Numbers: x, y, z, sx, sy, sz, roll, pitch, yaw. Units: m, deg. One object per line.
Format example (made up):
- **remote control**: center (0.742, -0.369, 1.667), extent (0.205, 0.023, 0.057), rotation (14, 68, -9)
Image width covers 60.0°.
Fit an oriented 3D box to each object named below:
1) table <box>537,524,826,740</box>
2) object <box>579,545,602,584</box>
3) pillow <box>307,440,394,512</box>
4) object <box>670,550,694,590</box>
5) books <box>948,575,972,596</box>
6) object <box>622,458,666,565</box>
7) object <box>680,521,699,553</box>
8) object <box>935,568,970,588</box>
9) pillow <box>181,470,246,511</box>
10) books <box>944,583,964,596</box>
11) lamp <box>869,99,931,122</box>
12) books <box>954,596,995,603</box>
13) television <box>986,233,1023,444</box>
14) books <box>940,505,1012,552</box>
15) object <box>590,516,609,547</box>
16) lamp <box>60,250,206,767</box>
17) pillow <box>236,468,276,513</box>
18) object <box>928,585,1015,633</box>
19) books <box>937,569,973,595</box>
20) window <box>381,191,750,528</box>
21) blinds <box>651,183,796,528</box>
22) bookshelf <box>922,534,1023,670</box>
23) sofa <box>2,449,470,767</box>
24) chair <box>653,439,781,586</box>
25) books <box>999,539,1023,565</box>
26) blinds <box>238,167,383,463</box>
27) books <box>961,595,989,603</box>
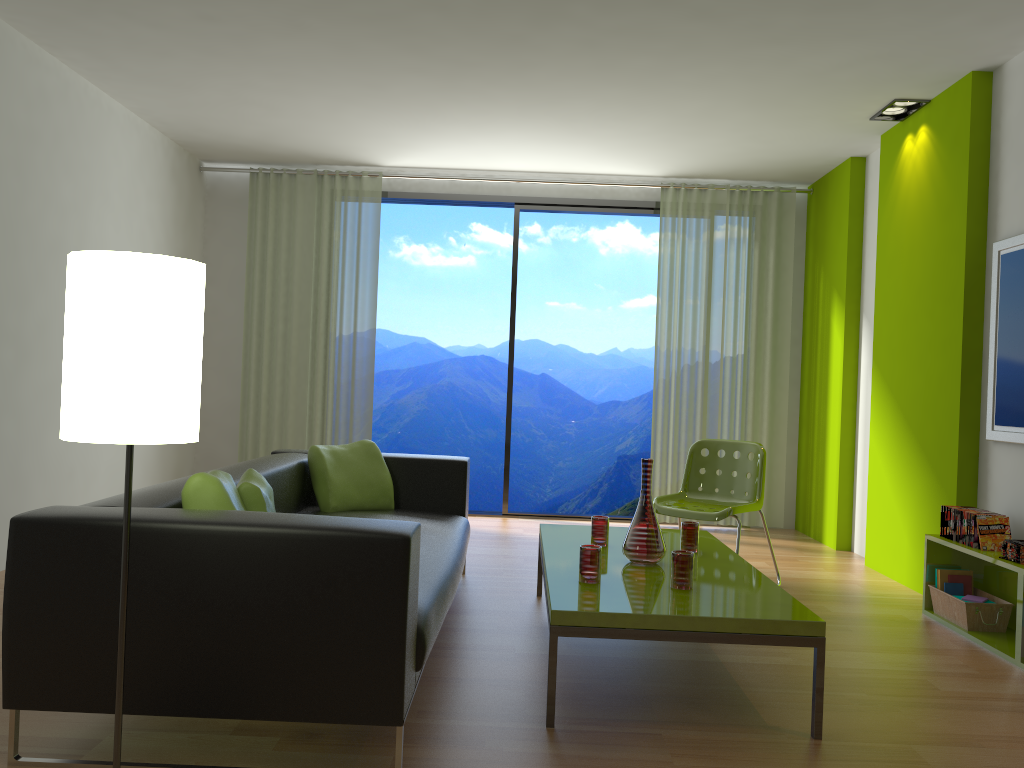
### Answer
- **table**: center (0.521, 0.861, 3.447), extent (0.810, 0.349, 1.682), rotation (2, 0, 1)
- **object**: center (0.267, 0.616, 3.031), extent (0.076, 0.122, 0.075), rotation (2, 0, 35)
- **pillow**: center (-0.801, 0.460, 4.352), extent (0.399, 0.362, 0.269), rotation (3, 0, -41)
- **object**: center (0.574, 0.628, 2.990), extent (0.076, 0.122, 0.075), rotation (2, 0, -34)
- **books**: center (2.082, 0.981, 4.118), extent (0.105, 0.182, 0.031), rotation (2, 0, 1)
- **object**: center (0.513, 0.487, 3.406), extent (0.168, 0.400, 0.168), rotation (2, 0, -14)
- **object**: center (0.741, 0.639, 3.698), extent (0.076, 0.122, 0.075), rotation (2, 0, 35)
- **object**: center (2.072, 0.972, 4.165), extent (0.158, 0.200, 0.040), rotation (2, 0, 1)
- **pillow**: center (-0.877, 0.452, 2.692), extent (0.210, 0.403, 0.457), rotation (2, 0, -14)
- **books**: center (2.045, 0.996, 4.105), extent (0.086, 0.148, 0.025), rotation (2, 0, 1)
- **lamp**: center (2.162, -1.586, 4.949), extent (0.192, 0.131, 0.352), rotation (2, 0, 1)
- **books**: center (2.069, 0.977, 3.943), extent (0.143, 0.025, 0.182), rotation (2, 0, 1)
- **television**: center (2.270, -0.207, 3.443), extent (0.028, 0.941, 1.537), rotation (2, 0, 1)
- **books**: center (2.088, 0.648, 3.989), extent (0.147, 0.150, 0.370), rotation (2, 0, 1)
- **object**: center (0.373, 0.624, 3.757), extent (0.076, 0.122, 0.075), rotation (2, 0, 35)
- **lamp**: center (-0.847, 0.349, 1.952), extent (0.302, 1.244, 0.295), rotation (2, 0, 1)
- **pillow**: center (-0.886, 0.468, 3.085), extent (0.164, 0.317, 0.380), rotation (2, 0, -16)
- **object**: center (2.065, 1.014, 4.008), extent (0.213, 0.129, 0.367), rotation (2, 0, 1)
- **books**: center (2.071, 0.971, 4.141), extent (0.158, 0.202, 0.051), rotation (2, 0, 1)
- **window**: center (0.212, -0.191, 6.941), extent (3.336, 2.498, 0.219), rotation (2, 0, 1)
- **blinds**: center (1.582, -0.221, 6.701), extent (1.012, 2.568, 0.067), rotation (2, 0, 1)
- **bookshelf**: center (2.112, 0.906, 3.422), extent (0.306, 0.378, 1.630), rotation (2, 0, 1)
- **sofa**: center (-0.726, 0.669, 3.480), extent (1.061, 0.639, 2.583), rotation (2, 0, 1)
- **chair**: center (1.047, 0.683, 4.726), extent (0.640, 0.759, 0.546), rotation (2, 0, 39)
- **books**: center (2.083, 0.679, 3.580), extent (0.164, 0.078, 0.172), rotation (2, 0, -1)
- **blinds**: center (-1.535, -0.344, 6.737), extent (1.012, 2.568, 0.067), rotation (2, 0, 1)
- **books**: center (2.068, 0.961, 3.961), extent (0.087, 0.008, 0.110), rotation (2, 0, 41)
